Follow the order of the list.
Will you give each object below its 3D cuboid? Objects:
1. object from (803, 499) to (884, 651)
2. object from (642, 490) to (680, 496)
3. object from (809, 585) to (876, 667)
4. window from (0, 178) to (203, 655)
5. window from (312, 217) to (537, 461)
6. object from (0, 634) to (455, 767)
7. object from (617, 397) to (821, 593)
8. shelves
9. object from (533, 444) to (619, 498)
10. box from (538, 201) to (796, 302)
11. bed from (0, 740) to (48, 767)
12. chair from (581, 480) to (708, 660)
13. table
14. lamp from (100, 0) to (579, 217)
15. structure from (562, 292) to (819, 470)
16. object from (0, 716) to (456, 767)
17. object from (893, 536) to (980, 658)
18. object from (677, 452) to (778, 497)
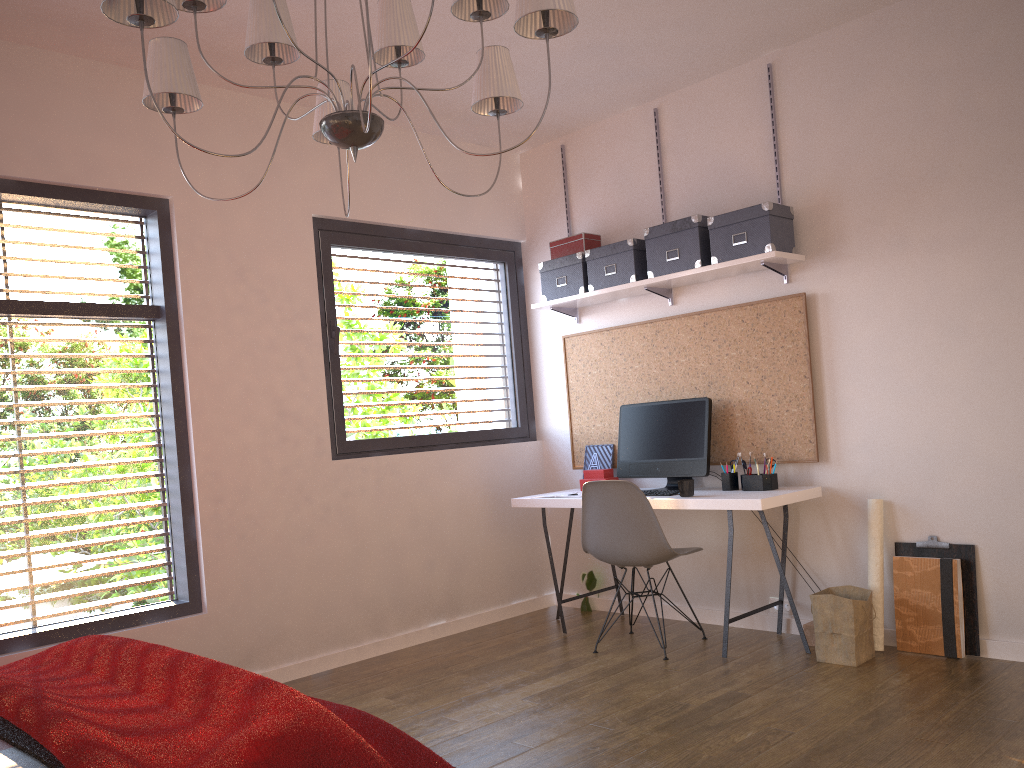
[{"bbox_3d":[1.570,0.893,4.186,0.192,0.691,0.366,-5,0,-44],"label":"object"},{"bbox_3d":[0.707,0.567,4.605,0.116,0.020,0.514,-2,-4,-44],"label":"object"},{"bbox_3d":[1.489,1.078,3.971,0.206,0.314,0.273,-4,-1,-43],"label":"object"},{"bbox_3d":[-2.532,0.140,3.291,2.632,1.940,0.170,-3,-1,-44],"label":"window"},{"bbox_3d":[-0.498,-0.251,5.237,1.575,1.290,0.224,-3,-1,-44],"label":"window"},{"bbox_3d":[-0.913,1.025,2.251,0.681,0.660,2.652,-3,-3,-43],"label":"object"},{"bbox_3d":[1.095,0.679,4.626,0.228,1.234,1.191,-5,-1,-45],"label":"object"},{"bbox_3d":[0.743,-0.978,4.801,0.298,1.092,1.612,-5,-1,-44],"label":"shelves"},{"bbox_3d":[0.383,0.496,5.095,0.354,0.262,0.530,-6,-3,40],"label":"object"},{"bbox_3d":[0.766,-0.731,4.768,0.232,0.356,1.520,-4,-2,-44],"label":"box"},{"bbox_3d":[-1.415,0.975,1.813,2.309,0.769,2.042,-2,-4,-44],"label":"bed"},{"bbox_3d":[0.650,0.892,4.470,0.550,0.872,0.585,-5,-1,34],"label":"chair"},{"bbox_3d":[0.789,0.952,4.690,0.557,0.752,1.638,-4,-2,-44],"label":"table"},{"bbox_3d":[-0.454,-1.080,2.339,1.244,1.078,1.103,-3,-2,-44],"label":"lamp"},{"bbox_3d":[0.901,0.042,4.882,0.014,0.828,1.613,-5,-1,-44],"label":"structure"},{"bbox_3d":[-0.833,1.056,2.377,1.120,0.567,2.513,-2,-3,-43],"label":"object"},{"bbox_3d":[1.876,0.941,3.943,0.100,0.519,0.349,-5,0,-43],"label":"object"},{"bbox_3d":[1.059,0.446,4.411,0.494,0.190,0.290,-5,-2,3],"label":"object"}]
